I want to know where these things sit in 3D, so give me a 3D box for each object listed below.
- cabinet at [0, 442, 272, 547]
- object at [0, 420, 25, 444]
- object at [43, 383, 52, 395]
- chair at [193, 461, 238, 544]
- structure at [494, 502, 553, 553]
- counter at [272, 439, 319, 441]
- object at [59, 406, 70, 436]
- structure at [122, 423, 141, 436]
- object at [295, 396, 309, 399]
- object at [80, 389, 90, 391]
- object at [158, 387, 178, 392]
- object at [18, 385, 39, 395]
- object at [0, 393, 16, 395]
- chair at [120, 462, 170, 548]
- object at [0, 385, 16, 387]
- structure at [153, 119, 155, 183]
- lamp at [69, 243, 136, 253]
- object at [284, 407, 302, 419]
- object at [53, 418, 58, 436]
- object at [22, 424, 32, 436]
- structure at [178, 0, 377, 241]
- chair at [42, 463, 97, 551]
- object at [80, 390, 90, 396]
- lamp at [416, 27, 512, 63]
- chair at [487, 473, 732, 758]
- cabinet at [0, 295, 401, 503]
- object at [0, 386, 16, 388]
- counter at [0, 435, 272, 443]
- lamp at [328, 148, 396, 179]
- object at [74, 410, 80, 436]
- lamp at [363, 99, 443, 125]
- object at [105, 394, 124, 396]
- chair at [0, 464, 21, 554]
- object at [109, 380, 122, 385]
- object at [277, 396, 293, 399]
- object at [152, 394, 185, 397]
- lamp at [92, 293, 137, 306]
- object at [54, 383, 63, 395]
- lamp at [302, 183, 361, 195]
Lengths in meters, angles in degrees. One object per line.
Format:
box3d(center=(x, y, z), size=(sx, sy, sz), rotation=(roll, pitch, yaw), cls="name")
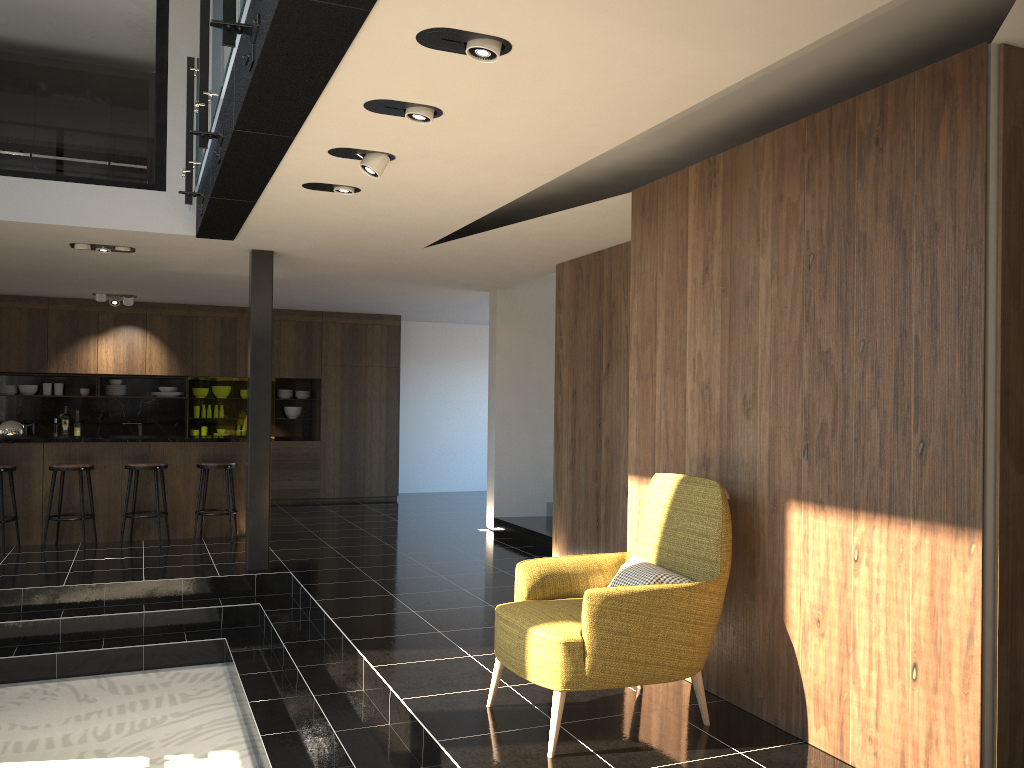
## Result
box3d(center=(-4.298, 1.072, 8.900), size=(3.564, 0.994, 0.698), rotation=(1, -1, -23), cls="cabinet")
box3d(center=(-4.797, 0.461, 8.492), size=(0.227, 0.228, 0.227), rotation=(0, -1, 28), cls="object")
box3d(center=(-6.123, 0.070, 11.686), size=(0.109, 0.161, 0.109), rotation=(1, -1, -40), cls="object")
box3d(center=(-2.988, 1.191, 8.968), size=(0.412, 0.799, 0.412), rotation=(1, -1, -13), cls="chair")
box3d(center=(2.010, 0.113, 7.216), size=(1.964, 3.017, 6.663), rotation=(1, -1, -23), cls="structure")
box3d(center=(-4.987, 0.765, 12.014), size=(4.591, 0.005, 0.862), rotation=(1, -1, -23), cls="counter")
box3d(center=(-5.989, 0.520, 11.856), size=(0.133, 0.451, 0.116), rotation=(1, -1, -23), cls="object")
box3d(center=(-5.066, 0.642, 11.829), size=(0.243, 0.231, 0.173), rotation=(1, -1, -23), cls="structure")
box3d(center=(-3.064, 0.201, 12.985), size=(0.220, 0.033, 0.220), rotation=(2, -2, -39), cls="object")
box3d(center=(-5.721, 0.099, 11.879), size=(0.122, 0.072, 0.122), rotation=(1, -1, 3), cls="object")
box3d(center=(-4.764, 0.086, 12.285), size=(0.254, 0.088, 0.254), rotation=(1, -1, 3), cls="object")
box3d(center=(-6.338, 0.084, 11.620), size=(0.234, 0.138, 0.234), rotation=(1, -1, -3), cls="object")
box3d(center=(-6.550, 0.130, 11.522), size=(0.220, 0.033, 0.220), rotation=(1, -1, -26), cls="object")
box3d(center=(-3.596, 1.177, 8.712), size=(0.412, 0.799, 0.412), rotation=(1, -1, -13), cls="chair")
box3d(center=(-6.549, 0.036, 11.522), size=(0.220, 0.033, 0.220), rotation=(1, -1, -26), cls="object")
box3d(center=(-6.590, -2.709, 10.791), size=(4.192, 2.564, 0.686), rotation=(1, -1, -23), cls="structure")
box3d(center=(-3.438, -1.200, 7.459), size=(0.501, 0.194, 0.349), rotation=(1, -1, -23), cls="lamp")
box3d(center=(-3.194, 0.419, 12.941), size=(0.264, 0.170, 0.264), rotation=(0, -1, 42), cls="object")
box3d(center=(-6.081, 0.600, 11.813), size=(0.058, 0.287, 0.058), rotation=(1, 0, -10), cls="object")
box3d(center=(-6.312, 0.583, 11.273), size=(0.278, 0.218, 0.300), rotation=(1, -1, 10), cls="object")
box3d(center=(-2.108, -0.009, 3.017), size=(3.447, 4.868, 7.280), rotation=(1, -1, -24), cls="structure")
box3d(center=(-4.205, 1.164, 8.457), size=(0.412, 0.799, 0.412), rotation=(1, -1, -13), cls="chair")
box3d(center=(-5.721, 0.124, 11.879), size=(0.122, 0.072, 0.122), rotation=(1, -1, 3), cls="object")
box3d(center=(-0.166, -1.240, 3.102), size=(0.346, 0.177, 0.195), rotation=(1, -1, -23), cls="lamp")
box3d(center=(0.455, 0.980, 4.093), size=(1.031, 1.097, 0.807), rotation=(1, -1, -24), cls="chair")
box3d(center=(-4.981, 0.278, 12.012), size=(6.893, 2.690, 0.869), rotation=(1, -1, -23), cls="cabinet")
box3d(center=(-6.549, 0.048, 11.522), size=(0.220, 0.033, 0.220), rotation=(1, -1, -26), cls="object")
box3d(center=(-4.293, 0.553, 8.903), size=(3.574, 0.041, 0.698), rotation=(1, -1, -23), cls="counter")
box3d(center=(-0.766, -1.183, 4.532), size=(0.346, 0.247, 0.195), rotation=(1, -1, -23), cls="lamp")
box3d(center=(-5.846, 0.552, 11.924), size=(0.077, 0.395, 0.077), rotation=(1, 0, 19), cls="object")
box3d(center=(-0.466, -1.229, 3.818), size=(0.346, 0.177, 0.195), rotation=(1, -1, -23), cls="lamp")
box3d(center=(-5.403, 0.155, 12.089), size=(0.269, 0.024, 0.269), rotation=(0, -1, 16), cls="object")
box3d(center=(-4.814, 1.151, 8.201), size=(0.412, 0.799, 0.412), rotation=(1, -1, -13), cls="chair")
box3d(center=(-5.403, -0.015, 12.089), size=(0.168, 0.087, 0.168), rotation=(1, -1, -3), cls="object")
box3d(center=(-3.298, 0.196, 12.887), size=(0.220, 0.033, 0.220), rotation=(1, -1, -13), cls="object")
box3d(center=(-4.762, 0.161, 12.284), size=(0.438, 0.039, 0.438), rotation=(0, -1, 13), cls="object")
box3d(center=(-4.891, -1.103, 10.919), size=(0.501, 0.280, 0.349), rotation=(1, -1, -23), cls="lamp")
box3d(center=(-5.999, 0.073, 11.737), size=(0.109, 0.161, 0.109), rotation=(1, -1, -10), cls="object")
box3d(center=(-1.066, -1.216, 5.248), size=(0.346, 0.158, 0.195), rotation=(1, -1, -23), cls="lamp")
